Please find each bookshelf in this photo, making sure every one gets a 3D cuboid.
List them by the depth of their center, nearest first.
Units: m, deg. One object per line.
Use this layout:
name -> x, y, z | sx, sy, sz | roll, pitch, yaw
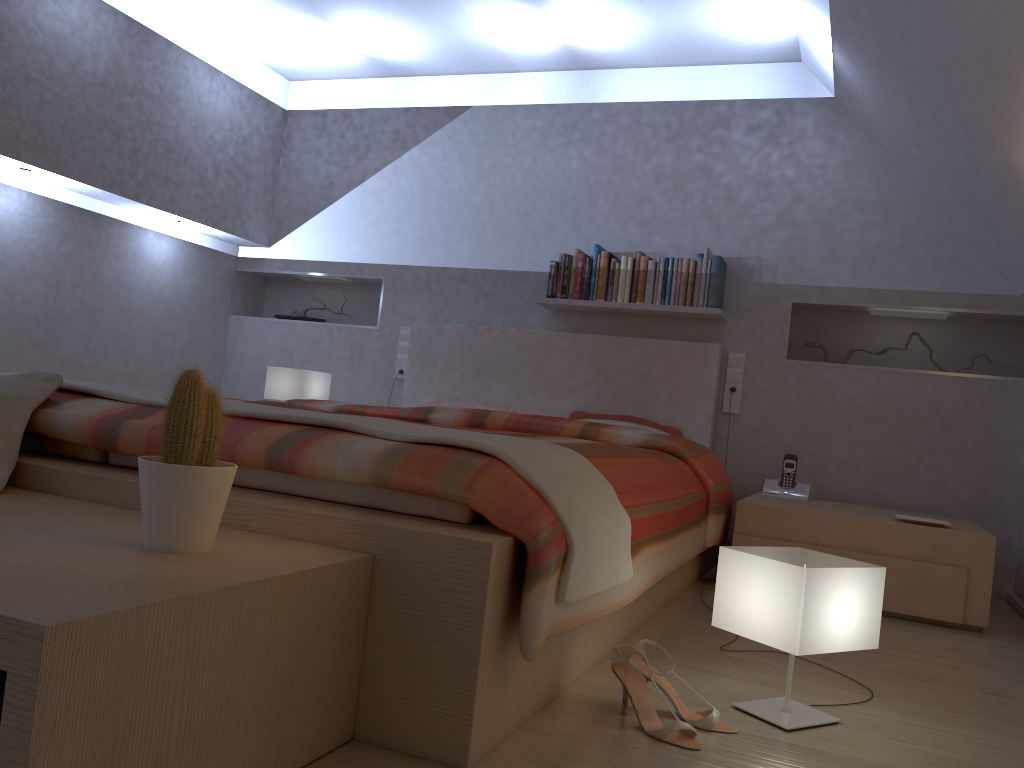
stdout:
bookshelf -> -1.054, 0.342, 1.442 | 1.495, 0.303, 0.643 | 6, -2, 21
bookshelf -> 0.574, -0.368, 4.344 | 0.916, 0.028, 0.223 | 6, -2, 21

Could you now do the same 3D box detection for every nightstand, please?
nightstand -> 1.363, 0.668, 3.517 | 0.859, 0.329, 0.847 | 6, -2, 21

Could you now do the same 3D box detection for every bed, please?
bed -> -0.355, 0.129, 3.151 | 2.087, 0.994, 3.009 | 6, -2, 21

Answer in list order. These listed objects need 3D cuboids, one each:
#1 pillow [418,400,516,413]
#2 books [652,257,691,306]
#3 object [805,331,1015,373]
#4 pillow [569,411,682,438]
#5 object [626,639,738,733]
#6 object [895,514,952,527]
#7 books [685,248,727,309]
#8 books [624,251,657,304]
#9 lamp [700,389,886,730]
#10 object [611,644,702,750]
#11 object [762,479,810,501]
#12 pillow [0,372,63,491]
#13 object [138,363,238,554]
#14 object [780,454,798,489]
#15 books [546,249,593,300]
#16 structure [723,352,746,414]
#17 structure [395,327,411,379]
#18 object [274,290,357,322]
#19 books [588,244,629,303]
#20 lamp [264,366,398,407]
pillow -> -0.317, 0.165, 4.450 | 0.572, 0.180, 0.492 | 6, -2, 22
books -> 0.782, -0.478, 4.276 | 0.159, 0.231, 0.200 | 6, -2, 21
object -> 1.829, -0.150, 4.117 | 0.905, 0.193, 0.085 | 6, -2, 22
pillow -> 0.461, 0.228, 4.091 | 0.566, 0.188, 0.497 | 6, -2, 22
object -> 0.338, 0.596, 1.767 | 0.235, 0.132, 0.079 | 6, -2, 27
object -> 1.491, 0.499, 3.221 | 0.179, 0.015, 0.177 | 6, -2, 22
books -> 0.926, -0.489, 4.221 | 0.145, 0.281, 0.200 | 6, -2, 21
books -> 0.644, -0.506, 4.326 | 0.140, 0.260, 0.209 | 6, -2, 21
lamp -> 0.868, 0.362, 2.940 | 0.396, 0.788, 2.551 | 6, -2, 12
object -> 0.273, 0.586, 1.688 | 0.079, 0.132, 0.235 | 8, -2, -37
object -> 1.217, 0.460, 3.922 | 0.192, 0.087, 0.153 | 6, -2, 21
pillow -> -1.230, 0.068, 1.799 | 0.498, 0.241, 0.470 | 7, -2, -14
object -> -0.491, 0.111, 1.351 | 0.144, 0.294, 0.144 | 8, -2, -43
object -> 1.231, 0.396, 3.942 | 0.060, 0.169, 0.079 | 6, -2, 21
books -> 0.316, -0.539, 4.452 | 0.209, 0.260, 0.215 | 6, -2, 21
structure -> 1.063, -0.005, 4.244 | 0.077, 0.286, 0.034 | 6, -2, 21
structure -> -0.593, -0.171, 4.898 | 0.077, 0.286, 0.034 | 6, -2, 21
object -> -1.153, -0.479, 5.302 | 0.589, 0.242, 0.183 | 6, -2, 20
books -> 0.499, -0.531, 4.389 | 0.178, 0.281, 0.200 | 6, -2, 21
lamp -> -1.002, 0.144, 4.764 | 0.684, 0.515, 0.318 | 8, -2, -40
